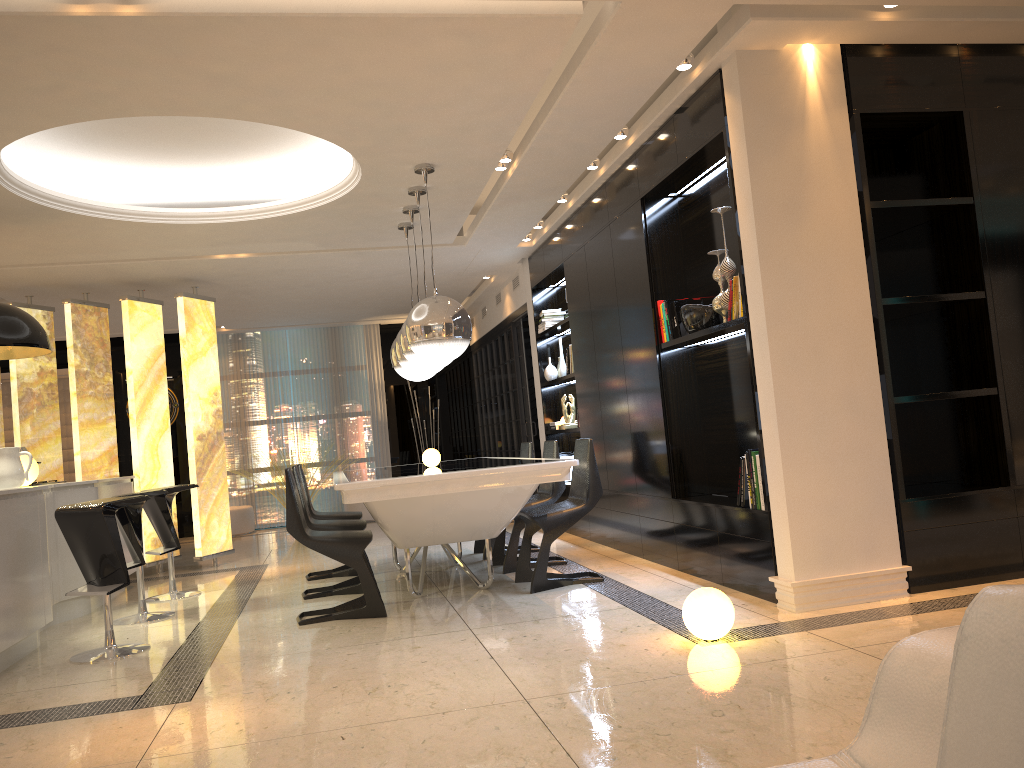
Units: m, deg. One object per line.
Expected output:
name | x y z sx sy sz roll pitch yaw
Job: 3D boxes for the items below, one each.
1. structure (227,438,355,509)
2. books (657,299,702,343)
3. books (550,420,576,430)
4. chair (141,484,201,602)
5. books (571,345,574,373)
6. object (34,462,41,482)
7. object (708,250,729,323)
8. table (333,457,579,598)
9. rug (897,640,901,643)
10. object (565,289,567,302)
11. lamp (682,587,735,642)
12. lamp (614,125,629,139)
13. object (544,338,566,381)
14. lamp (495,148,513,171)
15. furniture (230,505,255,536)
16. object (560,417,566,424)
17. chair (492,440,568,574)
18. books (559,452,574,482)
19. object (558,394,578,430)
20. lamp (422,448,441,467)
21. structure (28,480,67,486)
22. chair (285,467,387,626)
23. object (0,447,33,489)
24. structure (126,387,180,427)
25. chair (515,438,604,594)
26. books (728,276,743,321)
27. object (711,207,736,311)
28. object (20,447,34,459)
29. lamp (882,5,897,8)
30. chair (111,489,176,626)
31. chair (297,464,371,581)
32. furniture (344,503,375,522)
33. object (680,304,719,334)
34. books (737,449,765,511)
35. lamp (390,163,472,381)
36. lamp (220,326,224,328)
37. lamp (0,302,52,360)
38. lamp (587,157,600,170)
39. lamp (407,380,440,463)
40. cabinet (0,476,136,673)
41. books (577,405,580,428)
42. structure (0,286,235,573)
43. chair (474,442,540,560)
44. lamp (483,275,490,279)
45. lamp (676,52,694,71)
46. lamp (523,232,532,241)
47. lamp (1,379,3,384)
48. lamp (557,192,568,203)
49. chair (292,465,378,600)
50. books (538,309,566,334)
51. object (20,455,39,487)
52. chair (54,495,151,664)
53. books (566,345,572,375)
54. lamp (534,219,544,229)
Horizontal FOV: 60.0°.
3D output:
structure | -2.721 1.259 11.143 1.282 1.142 1.275 -8 -4 34
books | 1.030 -0.395 5.395 0.210 0.270 0.236 -5 -3 -12
books | 0.484 0.389 8.334 0.209 0.073 0.266 -5 -3 -8
chair | -2.461 1.132 6.372 0.380 0.789 0.380 -2 -5 -44
books | 0.614 -0.229 7.517 0.212 0.261 0.252 -5 -3 -12
object | -3.630 0.658 6.506 0.266 0.147 0.253 -7 -4 31
object | 1.146 -0.516 4.837 0.121 0.416 0.121 -4 -3 -17
table | -0.524 0.942 6.011 1.293 0.759 3.031 -5 -3 -12
rug | 4.046 0.716 3.140 5.025 0.015 1.526 -5 -3 -12
object | 0.539 -0.698 7.847 0.111 0.301 0.111 -4 -3 -16
lamp | 0.815 0.953 3.679 0.212 0.214 0.213 -7 -4 28
lamp | 0.657 -1.563 5.426 0.107 0.127 0.107 -3 -4 -30
object | 0.398 -0.225 8.362 0.210 0.395 0.180 -5 -3 -9
lamp | -0.063 -1.476 5.756 0.107 0.127 0.271 -5 -3 -12
furniture | -3.670 1.754 11.331 0.735 0.357 0.735 -5 -3 -10
object | 0.506 0.348 8.124 0.125 0.125 0.125 -7 -4 28
chair | 0.095 0.848 6.246 0.496 0.858 0.523 -5 -3 -12
books | 0.504 0.785 8.377 0.210 0.270 0.236 -5 -3 -12
object | 0.511 0.248 7.962 0.177 0.311 0.177 -5 -3 -12
lamp | -0.540 0.495 5.947 0.125 0.125 0.125 -8 -4 39
structure | -3.647 0.745 6.495 0.502 0.026 0.811 -5 -3 -12
chair | -1.005 0.881 5.025 0.496 0.858 0.523 -5 -3 -12
object | -3.147 0.527 5.565 0.183 0.254 0.211 -8 -4 40
structure | -4.707 0.310 11.622 0.669 0.669 0.048 -5 -3 -12
chair | 0.263 0.783 5.416 0.496 0.858 0.523 -5 -3 -12
books | 1.214 -0.450 4.493 0.189 0.238 0.290 -5 -3 -13
object | 1.141 -0.622 4.689 0.121 0.612 0.121 -4 -3 -17
object | -3.645 0.572 6.506 0.249 0.212 0.256 -7 -4 24
lamp | 1.690 -1.748 3.953 0.107 0.127 0.107 -3 -4 -30
chair | -2.335 1.072 5.550 0.380 0.789 0.380 -4 -4 -29
chair | -1.345 1.011 6.702 0.496 0.858 0.523 -5 -3 -12
furniture | -1.824 1.596 11.624 0.735 0.357 0.735 -3 -4 -40
object | 1.080 -0.369 5.084 0.193 0.177 0.375 -5 -3 -11
books | 1.282 0.469 4.466 0.222 0.296 0.345 -5 -3 -12
lamp | -0.627 -0.684 6.143 0.408 1.226 1.827 -5 -3 -12
lamp | -3.730 -0.791 11.480 0.107 0.127 0.107 -6 -3 7
lamp | -3.295 -0.632 5.527 0.710 0.898 0.710 -5 -3 -1
lamp | 0.539 -1.518 6.009 0.107 0.127 0.107 -3 -4 -30
lamp | -1.146 0.833 12.070 0.418 1.801 0.200 -5 -3 -12
cabinet | -3.183 1.094 5.385 1.046 0.887 3.752 -5 -3 -12
books | 0.655 0.245 7.500 0.182 0.232 0.284 -5 -3 -9
structure | -3.705 0.452 7.886 2.180 2.555 0.448 -5 -3 -12
chair | -0.065 0.909 7.034 0.496 0.858 0.523 -5 -3 -12
lamp | -0.290 -1.220 9.740 0.107 0.127 0.107 -3 -4 -30
lamp | 0.856 -1.640 4.445 0.107 0.127 0.107 -3 -4 -30
lamp | 0.128 -1.360 8.037 0.107 0.127 0.107 -3 -4 -30
lamp | -6.964 -0.056 12.019 0.107 0.127 0.107 -3 -4 -30
lamp | 0.378 -1.456 6.804 0.107 0.127 0.107 -3 -4 -30
chair | -1.177 0.947 5.872 0.496 0.858 0.523 -5 -3 -12
books | 0.381 -0.595 8.399 0.259 0.188 0.302 -5 -3 -5
object | -3.206 0.566 5.783 0.213 0.214 0.212 -8 -4 39
chair | -2.098 0.992 4.578 0.380 0.789 0.380 -7 -4 21
books | 0.573 -0.210 7.721 0.207 0.256 0.245 -5 -3 -13
lamp | 0.217 -1.394 7.599 0.107 0.127 0.107 -3 -4 -30
